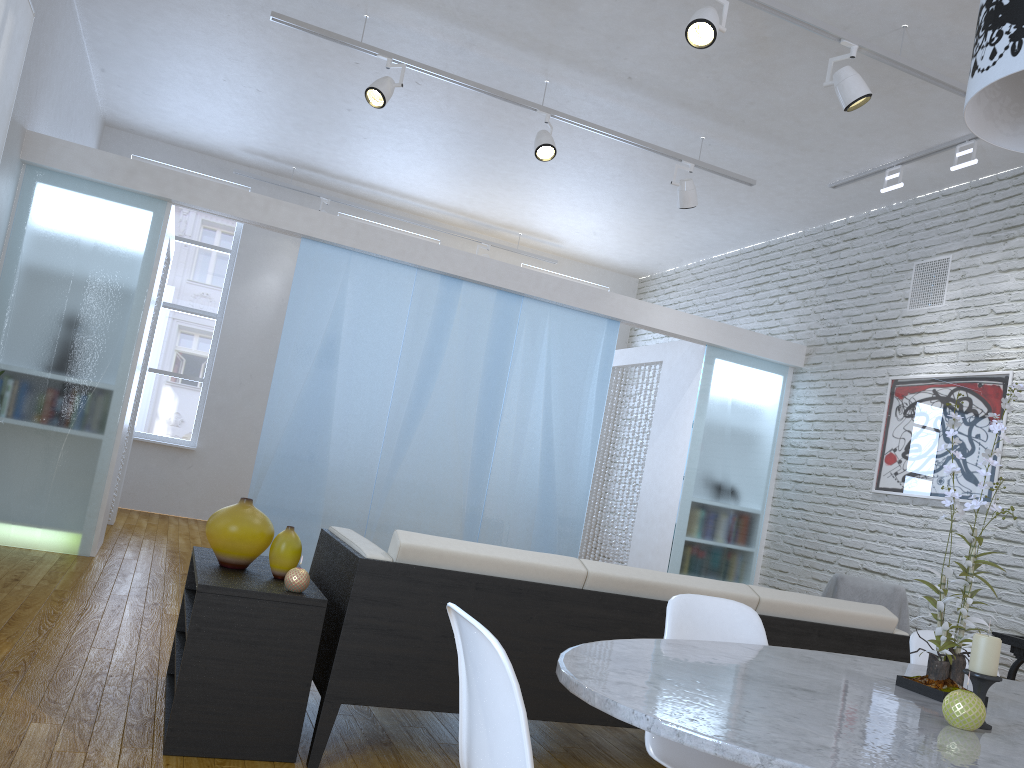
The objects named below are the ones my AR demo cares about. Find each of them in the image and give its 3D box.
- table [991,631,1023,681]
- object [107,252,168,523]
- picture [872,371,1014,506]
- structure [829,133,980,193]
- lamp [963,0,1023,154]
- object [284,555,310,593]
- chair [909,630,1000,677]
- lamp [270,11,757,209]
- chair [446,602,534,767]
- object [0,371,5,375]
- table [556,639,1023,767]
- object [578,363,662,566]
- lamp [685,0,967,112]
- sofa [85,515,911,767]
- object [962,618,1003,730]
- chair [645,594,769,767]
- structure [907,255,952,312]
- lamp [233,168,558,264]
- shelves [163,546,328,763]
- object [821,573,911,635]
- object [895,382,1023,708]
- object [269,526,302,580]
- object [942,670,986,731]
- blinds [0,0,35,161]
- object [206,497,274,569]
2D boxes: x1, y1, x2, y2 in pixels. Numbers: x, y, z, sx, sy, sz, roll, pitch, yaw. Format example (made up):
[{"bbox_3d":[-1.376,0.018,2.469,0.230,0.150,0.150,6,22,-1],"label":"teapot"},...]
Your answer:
[{"bbox_3d":[2.573,1.517,4.086,0.441,0.576,0.563,12,-5,-20],"label":"table"},{"bbox_3d":[-2.622,0.022,6.155,0.051,2.011,0.923,12,-5,-20],"label":"object"},{"bbox_3d":[2.585,0.317,5.387,0.010,0.767,0.921,12,-5,-20],"label":"picture"},{"bbox_3d":[2.848,-1.332,4.183,0.053,0.182,3.907,12,-6,-20],"label":"structure"},{"bbox_3d":[1.155,-1.229,1.612,0.399,1.534,0.401,7,-5,36],"label":"lamp"},{"bbox_3d":[-0.608,0.539,2.527,0.071,0.104,0.071,10,-5,7],"label":"object"},{"bbox_3d":[1.131,0.794,2.047,0.406,0.351,0.419,12,-5,-16],"label":"chair"},{"bbox_3d":[0.140,-1.563,5.228,3.125,0.485,0.205,13,-5,-23],"label":"lamp"},{"bbox_3d":[0.095,0.513,1.218,0.420,0.351,0.406,12,-5,-18],"label":"chair"},{"bbox_3d":[-2.140,0.328,3.085,0.483,0.978,0.381,7,-6,42],"label":"object"},{"bbox_3d":[0.909,0.914,1.532,1.914,0.621,1.071,13,-6,-21],"label":"table"},{"bbox_3d":[0.892,0.818,7.485,0.051,2.011,0.923,12,-5,-20],"label":"object"},{"bbox_3d":[0.708,-1.625,3.632,3.125,0.485,0.223,13,-5,-20],"label":"lamp"},{"bbox_3d":[0.112,0.992,3.850,5.348,0.677,9.728,13,-6,-20],"label":"sofa"},{"bbox_3d":[0.777,0.474,1.463,0.059,0.176,0.059,14,-5,-35],"label":"object"},{"bbox_3d":[0.500,0.654,1.831,0.406,0.351,0.419,13,-6,-21],"label":"chair"},{"bbox_3d":[2.685,-0.642,5.702,0.010,0.334,0.308,12,-5,-20],"label":"structure"},{"bbox_3d":[-1.007,-1.458,8.250,3.125,0.485,0.197,13,-5,-22],"label":"lamp"},{"bbox_3d":[-0.845,0.801,2.744,0.350,0.450,0.730,12,-6,-20],"label":"shelves"},{"bbox_3d":[1.946,1.431,4.916,0.644,0.686,0.638,9,-5,18],"label":"object"},{"bbox_3d":[0.881,0.289,1.700,0.166,0.637,0.202,10,-4,8],"label":"object"},{"bbox_3d":[-0.691,0.514,2.703,0.095,0.160,0.096,9,-5,21],"label":"object"},{"bbox_3d":[0.724,0.502,1.415,0.063,0.091,0.063,8,-5,27],"label":"object"},{"bbox_3d":[-2.484,-0.855,4.066,0.007,2.106,0.762,12,-5,-20],"label":"blinds"},{"bbox_3d":[-0.846,0.462,2.756,0.206,0.215,0.208,9,-5,21],"label":"object"}]
